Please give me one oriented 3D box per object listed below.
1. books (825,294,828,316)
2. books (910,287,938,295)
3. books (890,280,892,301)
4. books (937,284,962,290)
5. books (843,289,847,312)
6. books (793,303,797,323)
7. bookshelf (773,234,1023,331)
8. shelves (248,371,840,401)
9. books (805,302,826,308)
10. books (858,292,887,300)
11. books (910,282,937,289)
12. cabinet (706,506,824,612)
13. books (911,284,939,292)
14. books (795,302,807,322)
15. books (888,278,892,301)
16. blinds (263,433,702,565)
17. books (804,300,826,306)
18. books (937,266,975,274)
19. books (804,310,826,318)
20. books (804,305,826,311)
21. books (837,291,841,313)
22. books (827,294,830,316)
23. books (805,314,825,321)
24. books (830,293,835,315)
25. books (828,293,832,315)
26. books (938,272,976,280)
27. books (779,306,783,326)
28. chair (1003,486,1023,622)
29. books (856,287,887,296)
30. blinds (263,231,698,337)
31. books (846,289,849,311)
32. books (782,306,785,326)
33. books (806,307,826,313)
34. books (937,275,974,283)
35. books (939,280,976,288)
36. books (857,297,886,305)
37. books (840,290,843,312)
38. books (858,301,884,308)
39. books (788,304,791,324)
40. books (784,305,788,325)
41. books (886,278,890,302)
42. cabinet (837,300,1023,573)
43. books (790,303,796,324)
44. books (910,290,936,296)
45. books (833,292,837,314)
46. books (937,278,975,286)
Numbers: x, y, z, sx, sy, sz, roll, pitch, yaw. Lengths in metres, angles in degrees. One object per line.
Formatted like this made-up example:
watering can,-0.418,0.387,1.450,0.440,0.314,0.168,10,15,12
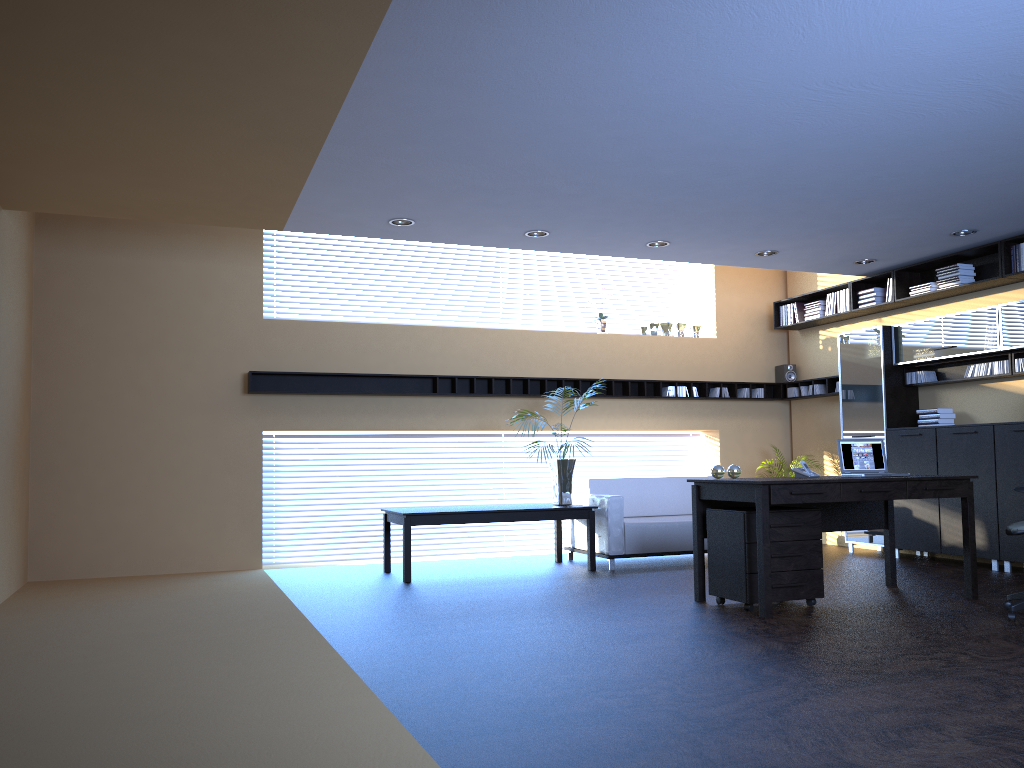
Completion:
books,3.723,-0.902,10.260,0.207,0.259,0.075,1,-4,-21
books,4.206,-0.936,8.978,0.207,0.028,0.259,1,-5,-20
books,4.072,-0.988,9.334,0.207,0.259,0.075,1,-4,-22
books,4.334,-0.937,8.661,0.207,0.028,0.259,1,-5,-21
books,3.821,-0.928,9.982,0.207,0.258,0.050,1,-4,-20
books,3.526,-0.854,10.775,0.207,0.259,0.075,1,-4,-22
bookshelf,4.341,-1.066,8.701,0.361,0.340,5.134,1,-5,-21
shelves,0.639,0.000,9.582,6.623,0.213,1.251,1,-5,-21
books,3.642,-0.925,10.489,0.207,0.028,0.259,1,-5,-22
books,3.953,-0.954,9.671,0.207,0.050,0.259,1,-5,-21
books,4.214,-0.991,8.994,0.207,0.028,0.259,1,-5,-22
cabinet,1.798,1.225,6.281,0.634,0.679,0.501,1,-4,-21
books,4.216,-0.965,8.971,0.207,0.028,0.259,1,-5,-21
books,3.532,-0.857,10.744,0.207,0.259,0.075,1,-4,-22
books,4.073,-0.985,9.369,0.207,0.259,0.075,1,-4,-22
blinds,-0.113,1.259,10.271,5.392,1.365,0.047,1,-4,-21
books,3.633,-0.951,10.510,0.207,0.028,0.259,1,-5,-21
books,4.334,-1.109,8.660,0.207,0.028,0.259,1,-5,-22
books,3.632,-0.827,10.495,0.207,0.050,0.259,1,-5,-22
books,3.624,-0.896,10.493,0.207,0.028,0.259,1,-5,-21
books,3.791,-0.919,10.081,0.207,0.258,0.050,1,-4,-20
books,3.728,-0.905,10.228,0.207,0.259,0.075,1,-4,-21
books,3.632,-0.776,10.480,0.207,0.050,0.259,1,-5,-20
books,3.751,-0.910,10.169,0.207,0.259,0.075,1,-4,-21
books,3.738,-0.908,10.198,0.207,0.259,0.075,1,-4,-21
books,4.348,-1.052,8.663,0.207,0.028,0.259,1,-5,-21
books,3.425,-0.831,11.026,0.207,0.258,0.050,1,-4,-21
chair,3.539,0.875,5.618,0.769,1.213,0.833,-3,-4,26
books,3.941,-1.003,9.693,0.207,0.050,0.259,1,-5,-21
blinds,-0.150,-1.308,10.429,5.392,1.459,0.039,1,-4,-21
books,3.840,-0.932,9.933,0.207,0.258,0.050,1,-4,-21
books,3.447,-0.835,10.979,0.207,0.258,0.050,1,-4,-22
books,3.647,-0.868,10.489,0.207,0.028,0.259,1,-5,-21
books,4.345,-1.020,8.692,0.207,0.028,0.259,1,-5,-22
books,4.350,-0.967,8.646,0.207,0.028,0.259,1,-5,-20
books,3.940,-0.903,9.676,0.207,0.050,0.259,1,-5,-21
books,3.809,-0.923,10.033,0.207,0.258,0.050,1,-4,-21
books,3.949,-0.852,9.665,0.207,0.050,0.259,1,-5,-21
books,3.481,-0.844,10.881,0.207,0.258,0.050,1,-4,-21
books,3.455,-0.840,10.927,0.207,0.258,0.050,1,-4,-22
books,4.058,-0.982,9.397,0.207,0.259,0.075,1,-4,-21
cabinet,4.521,0.476,8.014,0.490,2.395,3.883,1,-5,-21
books,3.501,-0.849,10.833,0.207,0.258,0.050,1,-4,-21
books,4.208,-0.908,8.966,0.207,0.028,0.259,1,-5,-20
books,3.776,-0.913,10.145,0.207,0.259,0.075,1,-4,-22
books,4.341,-0.993,8.666,0.207,0.028,0.259,1,-5,-22
